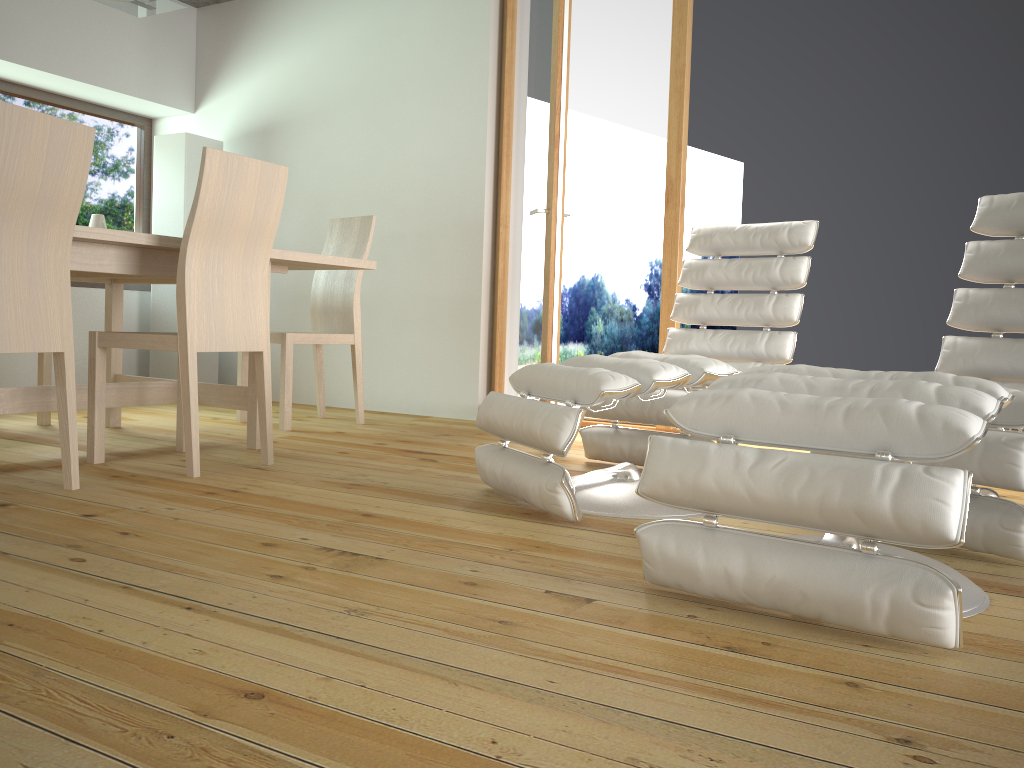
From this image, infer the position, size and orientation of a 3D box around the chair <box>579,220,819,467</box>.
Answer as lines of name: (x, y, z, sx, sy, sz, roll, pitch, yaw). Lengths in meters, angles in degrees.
chair: (0.740, -0.181, 3.438, 0.570, 0.967, 0.914, 4, 3, 39)

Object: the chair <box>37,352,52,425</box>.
chair: (-2.331, -0.335, 3.825, 0.506, 1.016, 0.404, 3, 3, 28)

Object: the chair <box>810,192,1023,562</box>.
chair: (1.319, -0.093, 2.395, 0.914, 0.968, 0.570, 0, 3, -36)

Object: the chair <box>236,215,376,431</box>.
chair: (-0.978, -0.317, 4.259, 0.405, 1.016, 0.506, 4, 3, 42)

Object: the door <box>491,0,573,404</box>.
door: (0.082, -0.997, 4.254, 0.163, 2.415, 0.936, 1, 2, -16)

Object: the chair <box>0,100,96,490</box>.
chair: (-1.474, -0.212, 2.402, 0.506, 1.016, 0.404, 3, 2, 18)

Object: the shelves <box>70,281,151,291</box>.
shelves: (-3.431, -0.519, 3.666, 0.404, 0.054, 4.874, 4, 4, 29)

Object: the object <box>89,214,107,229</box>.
object: (-2.455, -0.810, 5.250, 0.153, 0.384, 0.153, 3, 3, 26)

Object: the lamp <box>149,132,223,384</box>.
lamp: (-1.946, -0.710, 5.299, 0.280, 1.498, 0.280, 3, 2, 29)

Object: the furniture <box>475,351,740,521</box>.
furniture: (0.298, 0.123, 2.605, 0.686, 0.439, 0.570, 0, 3, -25)

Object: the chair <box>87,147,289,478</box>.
chair: (-1.079, -0.237, 2.983, 0.506, 1.016, 0.404, 3, 3, 29)

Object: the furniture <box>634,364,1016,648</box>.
furniture: (0.654, 0.189, 1.788, 0.570, 0.439, 0.686, 4, 4, 36)

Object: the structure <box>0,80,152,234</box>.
structure: (-3.433, -1.063, 3.657, 0.526, 1.152, 4.878, 3, 4, 29)

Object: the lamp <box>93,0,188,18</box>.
lamp: (-1.777, -1.842, 2.959, 0.290, 0.718, 1.491, 3, 4, 29)

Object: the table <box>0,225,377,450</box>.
table: (-1.756, -0.131, 3.003, 1.201, 0.755, 2.502, 4, 4, 32)

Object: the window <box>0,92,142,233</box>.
window: (-3.472, -1.118, 4.018, 0.012, 0.977, 4.189, 3, 4, 29)
